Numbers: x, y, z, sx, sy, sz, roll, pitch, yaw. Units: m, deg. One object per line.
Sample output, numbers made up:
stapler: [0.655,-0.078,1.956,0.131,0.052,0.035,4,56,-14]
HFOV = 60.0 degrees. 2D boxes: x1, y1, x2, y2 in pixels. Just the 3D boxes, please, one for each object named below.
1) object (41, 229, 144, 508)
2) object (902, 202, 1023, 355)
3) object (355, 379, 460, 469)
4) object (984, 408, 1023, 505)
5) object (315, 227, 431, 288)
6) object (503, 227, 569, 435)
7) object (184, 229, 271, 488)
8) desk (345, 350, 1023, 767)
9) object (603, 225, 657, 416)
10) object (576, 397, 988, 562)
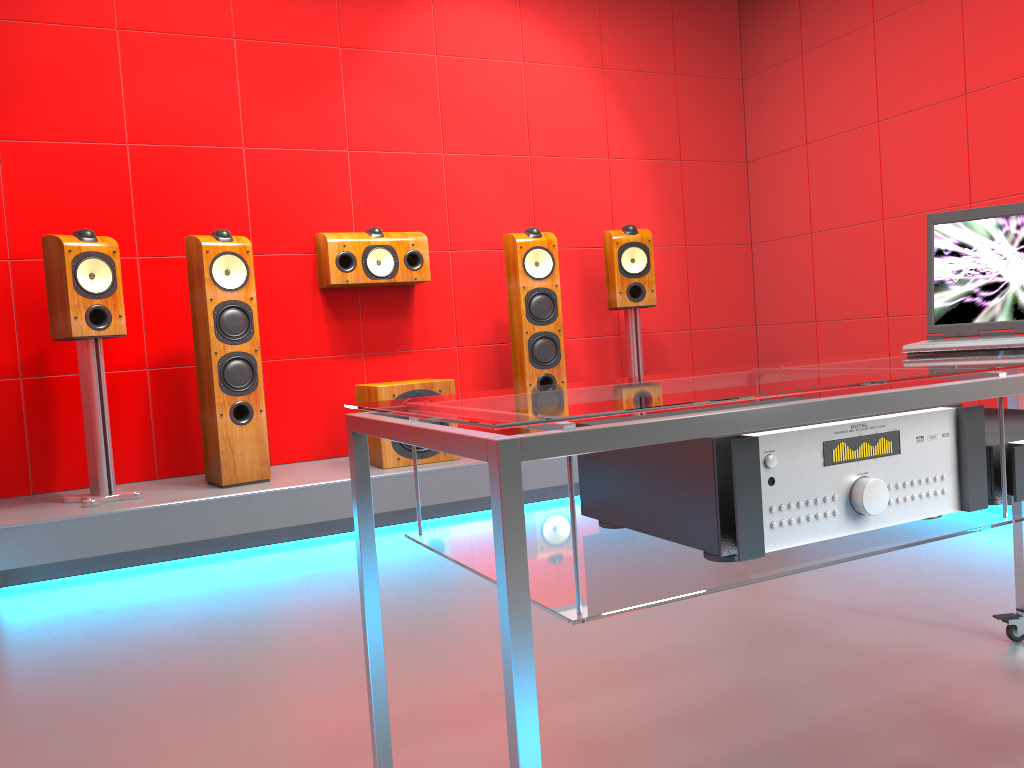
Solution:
object: [-1.649,-0.069,3.478,0.265,1.058,0.231,-1,4,44]
object: [0.940,-0.211,1.661,0.342,0.285,0.340,-2,3,34]
object: [-0.478,0.172,4.044,0.360,0.360,0.360,-5,3,-26]
object: [0.818,0.114,1.493,0.435,0.092,0.365,-5,3,-26]
object: [-0.673,-0.617,4.297,0.493,0.271,0.235,-5,3,-26]
object: [0.121,-0.233,4.354,0.203,1.052,0.238,-5,3,-16]
object: [-1.185,-0.109,3.701,0.203,1.052,0.238,-6,4,-36]
desk: [0.561,0.316,1.442,1.617,0.690,0.594,-5,3,-26]
object: [0.624,-0.281,4.570,0.231,1.058,0.265,-4,3,-6]
object: [0.375,0.122,1.276,0.431,0.158,0.371,-5,3,-26]
